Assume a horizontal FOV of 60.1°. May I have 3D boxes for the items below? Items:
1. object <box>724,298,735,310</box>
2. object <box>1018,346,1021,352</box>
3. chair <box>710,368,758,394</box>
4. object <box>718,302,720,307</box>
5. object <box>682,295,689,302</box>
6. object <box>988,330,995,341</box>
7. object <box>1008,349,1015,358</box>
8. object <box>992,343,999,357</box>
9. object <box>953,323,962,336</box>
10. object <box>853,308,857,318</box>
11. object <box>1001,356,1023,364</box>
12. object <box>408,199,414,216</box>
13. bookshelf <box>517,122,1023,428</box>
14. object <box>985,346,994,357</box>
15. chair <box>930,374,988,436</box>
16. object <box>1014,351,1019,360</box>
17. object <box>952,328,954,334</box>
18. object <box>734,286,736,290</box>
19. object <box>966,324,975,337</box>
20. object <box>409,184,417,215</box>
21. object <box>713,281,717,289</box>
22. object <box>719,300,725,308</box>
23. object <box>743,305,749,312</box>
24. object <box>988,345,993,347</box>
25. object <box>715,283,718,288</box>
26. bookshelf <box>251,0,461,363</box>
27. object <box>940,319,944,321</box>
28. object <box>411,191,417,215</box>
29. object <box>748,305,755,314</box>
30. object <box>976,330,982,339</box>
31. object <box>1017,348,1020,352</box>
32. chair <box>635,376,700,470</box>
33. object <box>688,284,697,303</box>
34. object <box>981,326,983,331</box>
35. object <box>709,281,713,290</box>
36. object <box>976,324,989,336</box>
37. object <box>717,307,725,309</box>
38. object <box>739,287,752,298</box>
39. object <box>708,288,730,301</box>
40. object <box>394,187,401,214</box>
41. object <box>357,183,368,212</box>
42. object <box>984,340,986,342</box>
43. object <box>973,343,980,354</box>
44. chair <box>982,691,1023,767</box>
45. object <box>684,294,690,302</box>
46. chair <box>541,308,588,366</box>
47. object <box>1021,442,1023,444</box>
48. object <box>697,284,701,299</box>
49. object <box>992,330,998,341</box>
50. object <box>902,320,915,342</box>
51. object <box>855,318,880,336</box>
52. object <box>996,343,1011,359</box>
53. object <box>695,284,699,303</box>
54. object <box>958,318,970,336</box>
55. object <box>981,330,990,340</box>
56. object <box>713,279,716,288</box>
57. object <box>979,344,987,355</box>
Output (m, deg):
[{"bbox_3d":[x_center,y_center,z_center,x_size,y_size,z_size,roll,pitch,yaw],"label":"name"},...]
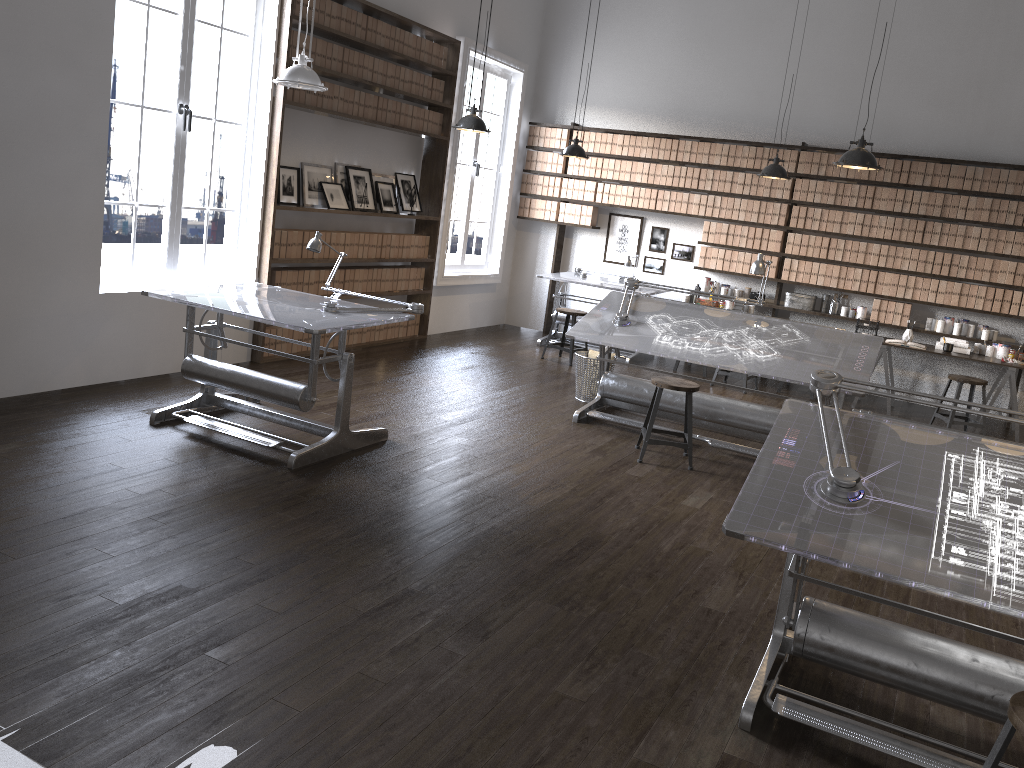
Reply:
[{"bbox_3d":[2.280,-0.825,9.293,0.105,0.140,0.104,11,10,18],"label":"object"},{"bbox_3d":[4.658,-0.283,8.155,0.033,0.146,0.005,12,10,25],"label":"object"},{"bbox_3d":[2.209,-0.210,8.634,0.374,0.524,0.359,14,12,33],"label":"chair"},{"bbox_3d":[2.206,-0.823,9.359,0.060,0.088,0.060,11,11,21],"label":"object"},{"bbox_3d":[1.841,-0.892,9.408,0.069,0.103,0.068,13,11,30],"label":"object"},{"bbox_3d":[4.556,-0.464,8.441,0.062,0.094,0.064,1,12,-32],"label":"object"},{"bbox_3d":[4.583,-0.265,8.127,0.050,0.111,0.049,13,11,29],"label":"object"},{"bbox_3d":[4.549,-0.315,8.305,0.095,0.127,0.094,11,11,21],"label":"object"},{"bbox_3d":[4.283,-0.527,8.524,0.062,0.118,0.062,6,10,-6],"label":"object"},{"bbox_3d":[3.490,-0.721,9.009,0.045,0.100,0.044,13,11,28],"label":"object"},{"bbox_3d":[4.528,-0.212,7.991,0.197,0.050,0.133,7,11,-3],"label":"object"},{"bbox_3d":[-0.976,-1.715,8.597,0.040,0.164,0.066,12,10,25],"label":"object"},{"bbox_3d":[4.137,-0.622,8.754,9.216,3.182,0.375,13,10,25],"label":"bookshelf"},{"bbox_3d":[4.451,-0.304,8.250,0.062,0.093,0.062,5,10,-14],"label":"object"},{"bbox_3d":[3.921,0.205,7.721,0.371,0.524,0.361,7,10,-1],"label":"chair"},{"bbox_3d":[4.634,-0.257,8.175,0.060,0.088,0.059,13,11,30],"label":"object"},{"bbox_3d":[4.317,-0.526,8.605,0.054,0.100,0.054,16,13,42],"label":"object"},{"bbox_3d":[2.393,-1.002,9.564,0.005,0.117,0.036,-1,12,-42],"label":"object"},{"bbox_3d":[4.418,-0.512,8.534,0.062,0.118,0.062,6,10,-6],"label":"object"},{"bbox_3d":[-0.972,-1.798,8.655,0.040,0.302,0.119,12,10,25],"label":"object"},{"bbox_3d":[2.123,-0.985,9.350,0.007,0.212,0.055,3,10,-29],"label":"object"},{"bbox_3d":[2.202,-0.821,9.289,0.050,0.111,0.049,11,10,22],"label":"object"},{"bbox_3d":[2.449,-0.780,9.276,0.062,0.093,0.064,5,10,-15],"label":"object"},{"bbox_3d":[4.479,-0.312,8.306,0.045,0.100,0.044,12,10,26],"label":"object"},{"bbox_3d":[2.132,-0.980,9.362,0.055,0.191,0.006,12,10,25],"label":"object"},{"bbox_3d":[-1.480,-1.469,8.049,0.414,3.693,2.484,12,11,25],"label":"bookshelf"},{"bbox_3d":[4.181,-0.565,8.638,0.045,0.127,0.044,12,10,26],"label":"object"},{"bbox_3d":[-0.968,-1.792,8.732,0.040,0.260,0.111,12,10,25],"label":"object"},{"bbox_3d":[2.512,-0.777,9.299,0.062,0.093,0.062,5,10,-15],"label":"object"},{"bbox_3d":[4.492,-0.473,8.499,0.054,0.081,0.054,10,10,16],"label":"object"},{"bbox_3d":[4.648,-0.285,8.154,0.040,0.129,0.005,12,10,24],"label":"object"},{"bbox_3d":[1.021,0.242,5.750,0.358,0.524,0.375,8,10,4],"label":"chair"},{"bbox_3d":[1.917,-0.940,9.380,0.069,0.228,0.068,11,10,22],"label":"object"},{"bbox_3d":[4.491,-0.499,8.471,0.004,0.134,0.030,11,10,21],"label":"object"},{"bbox_3d":[2.153,-1.057,9.662,0.050,0.138,0.051,11,10,23],"label":"object"},{"bbox_3d":[4.546,-0.504,8.564,0.094,0.129,0.095,10,10,13],"label":"object"},{"bbox_3d":[2.114,-0.775,9.169,0.132,0.050,0.199,0,14,-34],"label":"object"},{"bbox_3d":[2.516,-0.947,9.470,0.107,0.160,0.238,6,11,-9],"label":"object"},{"bbox_3d":[2.220,-0.959,9.459,0.345,0.145,0.077,-3,14,-41],"label":"object"},{"bbox_3d":[-1.081,-1.742,8.430,0.040,0.258,0.124,12,10,25],"label":"object"},{"bbox_3d":[-1.330,-1.667,7.911,0.040,0.258,0.175,12,11,25],"label":"object"},{"bbox_3d":[4.469,-0.347,8.372,0.030,0.132,0.004,13,10,30],"label":"object"},{"bbox_3d":[4.402,-0.336,8.376,0.062,0.093,0.062,3,11,-23],"label":"object"},{"bbox_3d":[1.289,1.049,2.080,0.358,0.524,0.375,8,10,4],"label":"chair"},{"bbox_3d":[1.868,-0.904,9.481,0.070,0.102,0.069,11,11,21],"label":"object"},{"bbox_3d":[0.565,-0.478,8.892,0.374,0.524,0.359,14,12,33],"label":"chair"},{"bbox_3d":[3.520,0.617,5.843,0.353,0.375,0.356,-2,14,-42],"label":"object"},{"bbox_3d":[1.987,-0.960,9.519,0.069,0.228,0.068,11,10,22],"label":"object"},{"bbox_3d":[4.614,-0.465,8.481,0.062,0.095,0.062,1,12,-32],"label":"object"},{"bbox_3d":[3.867,-0.512,8.624,0.101,0.207,0.102,4,10,-19],"label":"object"},{"bbox_3d":[3.480,-0.550,8.677,0.204,0.159,0.285,13,12,25],"label":"object"},{"bbox_3d":[4.544,-0.298,8.188,0.105,0.140,0.104,14,12,33],"label":"object"},{"bbox_3d":[1.949,-0.953,9.443,0.069,0.235,0.068,11,10,22],"label":"object"},{"bbox_3d":[4.371,-0.546,8.591,0.094,0.160,0.206,12,12,27],"label":"object"},{"bbox_3d":[4.496,-0.465,8.411,0.062,0.095,0.062,1,12,-32],"label":"object"},{"bbox_3d":[2.131,-0.997,9.371,0.007,0.226,0.021,14,11,37],"label":"object"},{"bbox_3d":[4.422,-0.320,8.313,0.063,0.093,0.063,3,11,-23],"label":"object"}]
